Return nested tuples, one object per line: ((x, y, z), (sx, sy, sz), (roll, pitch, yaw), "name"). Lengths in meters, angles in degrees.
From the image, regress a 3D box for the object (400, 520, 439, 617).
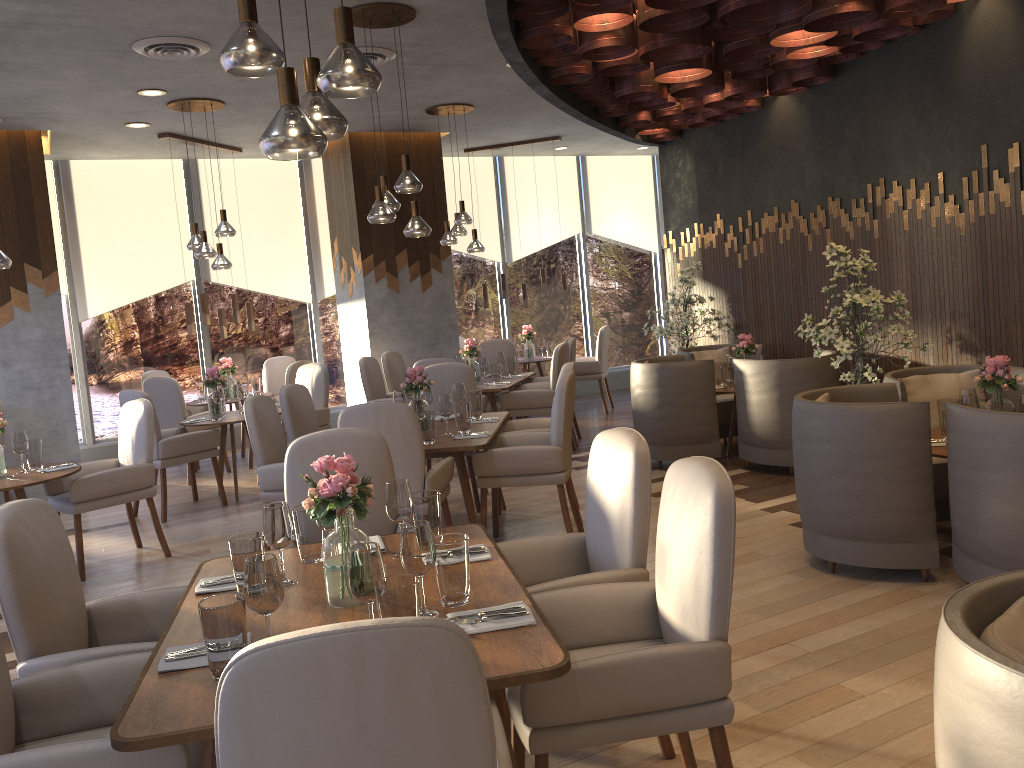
((-0.236, 0.478, 2.276), (0.092, 0.244, 0.092), (-2, 5, 32), "object")

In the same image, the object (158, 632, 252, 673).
((-0.722, 0.646, 2.158), (0.255, 0.019, 0.158), (-6, 6, -11), "object")

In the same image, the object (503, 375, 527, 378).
((0.006, -0.074, 8.466), (0.255, 0.019, 0.158), (-3, 6, 16), "object")

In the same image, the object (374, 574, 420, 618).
((-0.257, 0.538, 2.032), (0.102, 0.178, 0.102), (-8, 5, -33), "object")

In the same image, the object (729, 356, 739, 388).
((1.787, -0.096, 7.095), (0.092, 0.244, 0.092), (-2, 5, 36), "object")

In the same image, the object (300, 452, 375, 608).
((-0.471, 0.397, 2.460), (0.210, 0.415, 0.198), (-6, 5, -15), "object")

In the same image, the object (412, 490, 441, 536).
((-0.280, 0.448, 2.918), (0.102, 0.178, 0.102), (-2, 6, 36), "object")

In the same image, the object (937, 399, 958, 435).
((2.217, 0.170, 4.495), (0.102, 0.178, 0.102), (-7, 5, -25), "object")

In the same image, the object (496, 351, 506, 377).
((-0.110, -0.190, 8.585), (0.092, 0.244, 0.092), (-8, 5, -32), "object")

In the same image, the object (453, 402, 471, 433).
((-0.292, 0.202, 5.296), (0.102, 0.178, 0.102), (-3, 5, 23), "object")

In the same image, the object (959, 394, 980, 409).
((2.173, 0.171, 4.202), (0.092, 0.244, 0.092), (-2, 5, 31), "object")

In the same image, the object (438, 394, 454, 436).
((-0.389, 0.183, 5.240), (0.092, 0.244, 0.092), (-8, 5, -35), "object")

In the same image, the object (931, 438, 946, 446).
((2.066, 0.281, 4.329), (0.255, 0.019, 0.158), (-4, 6, 12), "object")

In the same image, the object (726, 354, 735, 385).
((1.812, -0.120, 7.306), (0.092, 0.244, 0.092), (-1, 6, 39), "object")

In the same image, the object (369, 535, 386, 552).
((-0.506, 0.544, 2.963), (0.157, 0.019, 0.255), (-6, 6, -14), "object")

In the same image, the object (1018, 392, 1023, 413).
((2.396, 0.162, 4.103), (0.092, 0.244, 0.092), (-2, 5, 36), "object")

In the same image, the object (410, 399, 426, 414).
((-0.537, 0.210, 5.107), (0.092, 0.244, 0.092), (-6, 4, -12), "object")

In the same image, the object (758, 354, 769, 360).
((2.010, -0.112, 7.063), (0.092, 0.244, 0.092), (-4, 4, 13), "object")

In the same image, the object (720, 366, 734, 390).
((1.710, -0.049, 7.023), (0.102, 0.178, 0.102), (-3, 5, 20), "object")

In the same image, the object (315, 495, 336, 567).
((-0.572, 0.453, 2.799), (0.092, 0.244, 0.092), (-6, 4, -11), "object")

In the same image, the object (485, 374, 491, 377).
((-0.190, -0.089, 8.770), (0.157, 0.019, 0.256), (-4, 6, 13), "object")

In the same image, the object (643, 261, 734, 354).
((1.648, -0.346, 8.407), (0.747, 1.612, 0.789), (-7, 5, -21), "object")

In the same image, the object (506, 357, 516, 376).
((-0.005, -0.170, 8.626), (0.102, 0.178, 0.102), (-1, 6, 42), "object")

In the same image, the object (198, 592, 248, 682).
((-0.648, 0.575, 2.007), (0.102, 0.178, 0.102), (-5, 5, -5), "object")

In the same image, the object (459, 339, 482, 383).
((-0.374, -0.220, 8.308), (0.210, 0.415, 0.198), (-1, 6, 40), "object")

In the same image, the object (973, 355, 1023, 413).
((2.327, 0.067, 4.243), (0.198, 0.415, 0.210), (-6, 5, -15), "object")

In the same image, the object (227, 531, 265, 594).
((-0.762, 0.527, 2.568), (0.102, 0.178, 0.102), (-5, 5, -5), "object")

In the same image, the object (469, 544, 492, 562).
((-0.195, 0.536, 2.776), (0.255, 0.019, 0.158), (-6, 6, -10), "object")

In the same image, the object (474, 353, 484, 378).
((-0.320, -0.178, 8.649), (0.092, 0.244, 0.092), (-6, 4, -7), "object")

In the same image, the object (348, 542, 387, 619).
((-0.338, 0.505, 2.105), (0.092, 0.244, 0.092), (-5, 4, -6), "object")

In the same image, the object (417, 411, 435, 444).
((-0.481, 0.247, 5.014), (0.102, 0.178, 0.102), (-4, 5, 14), "object")

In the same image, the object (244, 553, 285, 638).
((-0.579, 0.528, 2.086), (0.092, 0.244, 0.092), (-8, 5, -37), "object")

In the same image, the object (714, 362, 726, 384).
((1.738, -0.089, 7.385), (0.102, 0.178, 0.102), (-5, 5, -2), "object")

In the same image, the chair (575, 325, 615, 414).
((0.867, -0.169, 10.354), (0.599, 0.998, 0.530), (-4, 5, 16), "chair")

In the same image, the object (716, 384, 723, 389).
((1.651, 0.020, 7.182), (0.255, 0.019, 0.158), (-6, 6, -6), "object")

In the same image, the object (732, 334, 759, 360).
((1.908, -0.203, 7.191), (0.210, 0.415, 0.198), (-1, 6, 40), "object")

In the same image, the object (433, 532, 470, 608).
((-0.160, 0.496, 2.358), (0.102, 0.178, 0.102), (-5, 5, 6), "object")

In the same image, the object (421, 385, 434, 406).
((-0.559, 0.135, 5.838), (0.092, 0.244, 0.092), (-3, 5, 28), "object")

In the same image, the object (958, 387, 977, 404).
((2.265, 0.143, 4.396), (0.092, 0.244, 0.092), (-8, 5, -33), "object")

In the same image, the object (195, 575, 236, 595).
((-0.836, 0.598, 2.719), (0.255, 0.019, 0.158), (-6, 6, -11), "object")

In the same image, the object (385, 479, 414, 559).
((-0.356, 0.430, 2.836), (0.092, 0.244, 0.092), (-6, 4, -7), "object")

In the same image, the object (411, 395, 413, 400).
((-0.617, 0.164, 5.931), (0.102, 0.178, 0.102), (-3, 5, 19), "object")

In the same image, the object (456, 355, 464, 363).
((-0.496, -0.154, 8.567), (0.092, 0.244, 0.092), (-1, 6, 40), "object")

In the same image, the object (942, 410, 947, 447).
((2.077, 0.217, 4.158), (0.102, 0.178, 0.102), (-9, 6, -42), "object")

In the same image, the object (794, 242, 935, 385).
((2.241, -0.110, 5.645), (0.788, 1.612, 0.748), (-5, 4, -1), "object")

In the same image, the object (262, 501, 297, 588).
((-0.693, 0.479, 2.647), (0.092, 0.244, 0.092), (-4, 4, 8), "object")

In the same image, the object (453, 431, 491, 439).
((-0.254, 0.295, 5.139), (0.255, 0.019, 0.158), (-4, 6, 7), "object")

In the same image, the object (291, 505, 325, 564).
((-0.654, 0.486, 2.871), (0.102, 0.178, 0.102), (-6, 5, -8), "object")

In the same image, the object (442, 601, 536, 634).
((-0.075, 0.584, 2.216), (0.255, 0.019, 0.158), (-6, 6, -10), "object")
